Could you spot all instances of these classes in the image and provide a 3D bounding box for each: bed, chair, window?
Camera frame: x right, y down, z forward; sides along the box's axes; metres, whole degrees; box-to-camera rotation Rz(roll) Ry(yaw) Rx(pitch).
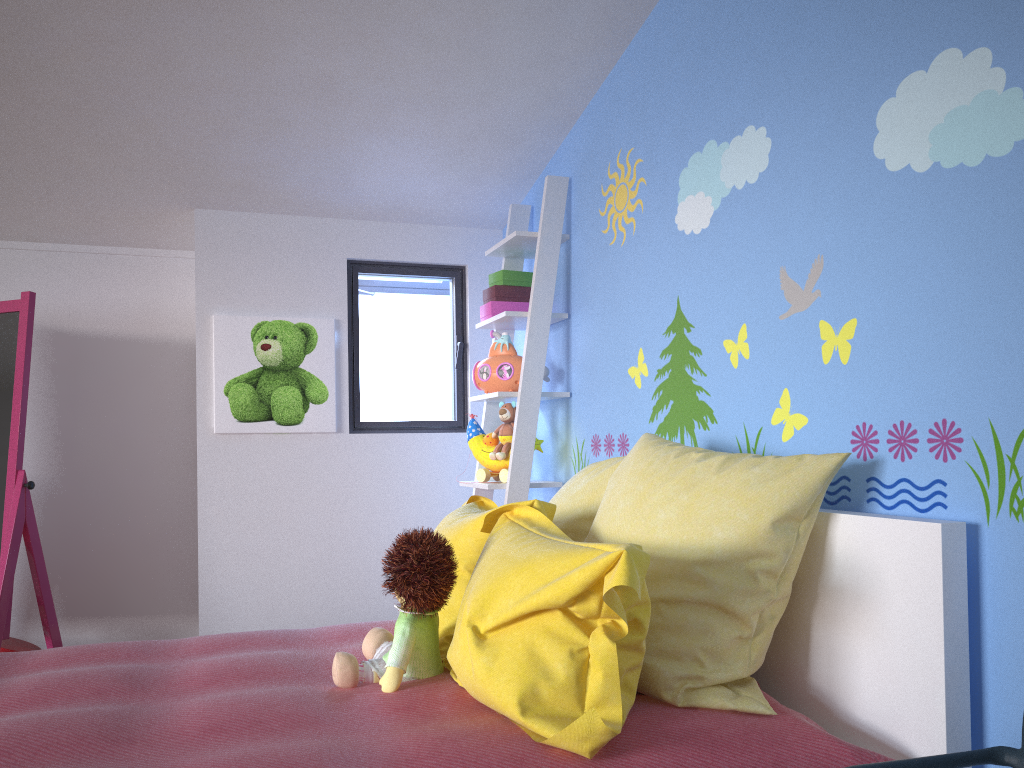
[{"bbox_3d":[-0.605,0.674,1.762,2.317,0.810,1.930,0,-4,-19],"label":"bed"},{"bbox_3d":[0.675,0.668,1.023,0.416,0.673,0.513,0,-2,-23],"label":"chair"},{"bbox_3d":[-0.439,-0.162,3.648,0.586,0.746,0.209,0,-1,-19],"label":"window"}]

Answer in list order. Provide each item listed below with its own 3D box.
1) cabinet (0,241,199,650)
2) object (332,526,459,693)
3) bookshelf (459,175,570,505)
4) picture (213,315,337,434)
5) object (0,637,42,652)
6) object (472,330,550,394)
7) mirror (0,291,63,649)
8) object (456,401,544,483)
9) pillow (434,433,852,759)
[{"bbox_3d":[-3.279,0.317,2.930,4.231,1.762,0.053,0,-1,-19],"label":"cabinet"},{"bbox_3d":[-0.229,0.467,1.848,0.251,0.341,0.286,-1,-2,15],"label":"object"},{"bbox_3d":[-0.027,0.236,3.110,0.380,1.849,0.391,-1,-1,-20],"label":"bookshelf"},{"bbox_3d":[-0.899,-0.034,3.370,0.450,0.443,0.026,0,-1,-19],"label":"picture"},{"bbox_3d":[-1.817,0.935,3.003,0.445,0.159,0.368,-3,-4,26],"label":"object"},{"bbox_3d":[-0.006,-0.079,3.113,0.296,0.233,0.157,-3,-3,41],"label":"object"},{"bbox_3d":[-1.838,0.441,2.982,0.611,1.487,0.417,-1,-1,22],"label":"mirror"},{"bbox_3d":[-0.058,0.202,3.071,0.372,0.281,0.154,-4,-3,43],"label":"object"},{"bbox_3d":[0.123,0.381,2.046,0.679,0.531,1.348,0,-4,-18],"label":"pillow"}]
